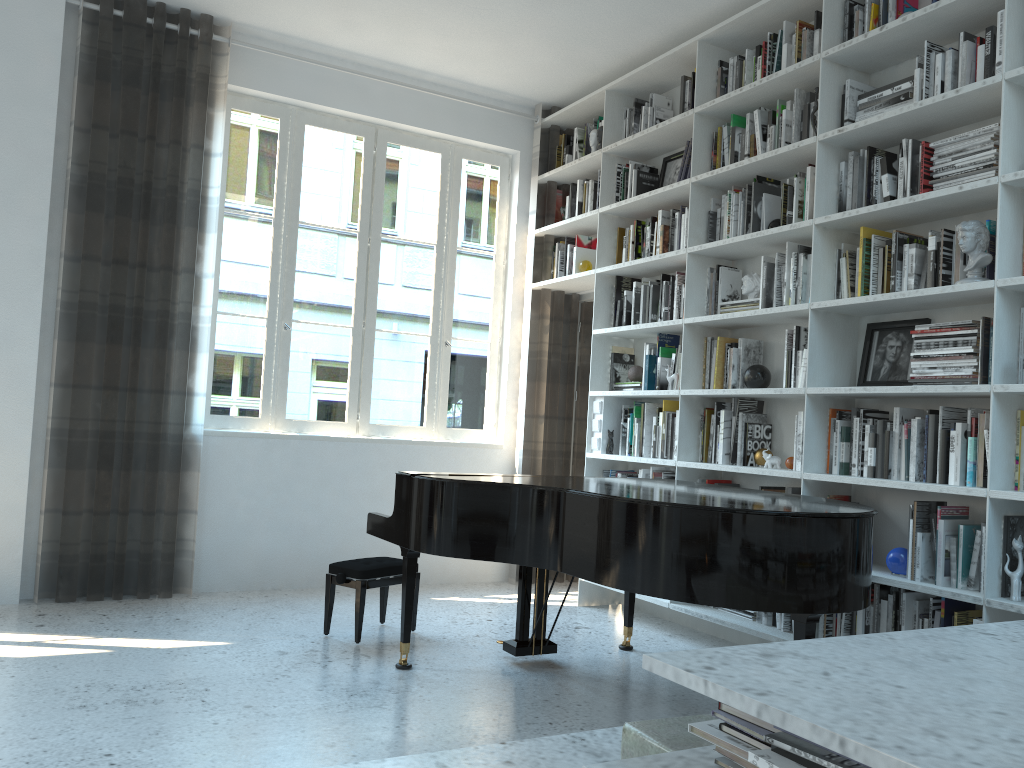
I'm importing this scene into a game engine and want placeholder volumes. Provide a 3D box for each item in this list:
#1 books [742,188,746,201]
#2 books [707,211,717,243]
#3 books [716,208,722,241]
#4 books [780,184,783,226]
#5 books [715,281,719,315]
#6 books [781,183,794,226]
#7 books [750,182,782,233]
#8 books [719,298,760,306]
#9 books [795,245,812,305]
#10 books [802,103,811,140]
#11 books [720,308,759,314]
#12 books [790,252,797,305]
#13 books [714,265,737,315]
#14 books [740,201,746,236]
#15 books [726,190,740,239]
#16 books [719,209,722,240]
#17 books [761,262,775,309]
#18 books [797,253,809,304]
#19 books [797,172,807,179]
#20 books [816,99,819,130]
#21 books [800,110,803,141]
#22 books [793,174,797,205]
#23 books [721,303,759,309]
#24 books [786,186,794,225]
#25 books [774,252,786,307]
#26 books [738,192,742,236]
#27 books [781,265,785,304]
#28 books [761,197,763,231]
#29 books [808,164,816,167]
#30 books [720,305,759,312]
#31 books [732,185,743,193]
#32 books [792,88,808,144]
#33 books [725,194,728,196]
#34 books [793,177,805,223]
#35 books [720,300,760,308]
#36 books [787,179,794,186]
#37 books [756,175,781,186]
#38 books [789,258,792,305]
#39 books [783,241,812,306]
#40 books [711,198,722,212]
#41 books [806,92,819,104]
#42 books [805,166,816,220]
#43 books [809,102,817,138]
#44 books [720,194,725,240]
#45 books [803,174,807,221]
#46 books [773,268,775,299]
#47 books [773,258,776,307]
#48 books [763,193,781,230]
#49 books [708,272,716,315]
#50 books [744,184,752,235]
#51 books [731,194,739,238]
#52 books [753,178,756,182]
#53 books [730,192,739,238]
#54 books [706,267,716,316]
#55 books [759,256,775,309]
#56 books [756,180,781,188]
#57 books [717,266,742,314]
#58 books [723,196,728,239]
[{"bbox_3d":[1.219,-0.832,4.458,0.169,0.279,0.011,5,-3,-29],"label":"books"},{"bbox_3d":[1.102,-0.793,4.665,0.186,0.207,0.015,5,-3,-29],"label":"books"},{"bbox_3d":[1.135,-0.800,4.658,0.136,0.224,0.029,5,-3,-29],"label":"books"},{"bbox_3d":[1.343,-0.819,4.222,0.173,0.240,0.005,5,-3,-29],"label":"books"},{"bbox_3d":[1.118,-0.426,4.621,0.136,0.209,0.034,5,-3,-29],"label":"books"},{"bbox_3d":[1.344,-0.818,4.201,0.178,0.236,0.005,5,-3,-29],"label":"books"},{"bbox_3d":[1.255,-0.839,4.377,0.189,0.287,0.011,5,-3,-29],"label":"books"},{"bbox_3d":[1.198,-0.404,4.450,0.159,0.012,0.285,5,-3,-33],"label":"books"},{"bbox_3d":[1.382,-0.482,4.108,0.178,0.300,0.011,5,-3,-29],"label":"books"},{"bbox_3d":[1.428,-1.174,4.126,0.182,0.217,0.030,5,-3,-29],"label":"books"},{"bbox_3d":[1.195,-0.356,4.449,0.161,0.012,0.254,5,-3,-33],"label":"books"},{"bbox_3d":[1.368,-0.465,4.114,0.193,0.265,0.012,5,-3,-29],"label":"books"},{"bbox_3d":[1.119,-0.469,4.648,0.135,0.297,0.011,5,-3,-29],"label":"books"},{"bbox_3d":[1.216,-0.798,4.444,0.181,0.209,0.011,5,-3,-29],"label":"books"},{"bbox_3d":[1.169,-0.834,4.533,0.184,0.283,0.010,5,-3,-29],"label":"books"},{"bbox_3d":[1.147,-0.798,4.634,0.140,0.219,0.024,5,-3,-29],"label":"books"},{"bbox_3d":[1.280,-0.453,4.282,0.174,0.247,0.030,5,-3,-29],"label":"books"},{"bbox_3d":[1.390,-0.462,4.093,0.170,0.259,0.023,5,-3,-29],"label":"books"},{"bbox_3d":[1.401,-0.842,4.165,0.155,0.287,0.033,5,-3,-29],"label":"books"},{"bbox_3d":[1.468,-1.183,4.093,0.153,0.237,0.025,5,-3,-29],"label":"books"},{"bbox_3d":[1.420,-1.170,4.177,0.150,0.213,0.024,5,-3,-29],"label":"books"},{"bbox_3d":[1.383,-0.837,4.176,0.157,0.275,0.005,5,-3,-29],"label":"books"},{"bbox_3d":[1.199,-0.380,4.451,0.161,0.012,0.254,5,-3,-32],"label":"books"},{"bbox_3d":[1.359,-0.809,4.170,0.181,0.216,0.006,5,-3,-29],"label":"books"},{"bbox_3d":[1.315,-0.473,4.225,0.167,0.286,0.012,5,-3,-29],"label":"books"},{"bbox_3d":[1.208,-0.824,4.464,0.180,0.261,0.009,5,-3,-29],"label":"books"},{"bbox_3d":[1.342,-0.442,4.205,0.149,0.224,0.048,5,-3,-29],"label":"books"},{"bbox_3d":[1.286,-0.802,4.371,0.151,0.218,0.012,5,-3,-29],"label":"books"},{"bbox_3d":[1.423,-0.852,4.097,0.165,0.303,0.006,5,-3,-29],"label":"books"},{"bbox_3d":[1.194,-0.368,4.448,0.161,0.012,0.254,5,-3,-34],"label":"books"},{"bbox_3d":[1.184,-0.849,4.552,0.154,0.317,0.011,5,-3,-29],"label":"books"},{"bbox_3d":[1.396,-1.221,4.184,0.183,0.313,0.011,5,-3,-29],"label":"books"},{"bbox_3d":[1.154,-0.829,4.575,0.157,0.276,0.012,5,-3,-29],"label":"books"},{"bbox_3d":[1.381,-0.823,4.128,0.189,0.243,0.013,5,-3,-29],"label":"books"},{"bbox_3d":[1.201,-0.392,4.452,0.159,0.012,0.285,5,-3,-27],"label":"books"},{"bbox_3d":[1.362,-0.834,4.247,0.129,0.275,0.012,5,-3,-29],"label":"books"},{"bbox_3d":[1.267,-0.859,4.403,0.161,0.331,0.005,5,-3,-29],"label":"books"},{"bbox_3d":[1.367,-0.455,4.136,0.170,0.247,0.028,5,-3,-29],"label":"books"},{"bbox_3d":[1.352,-0.495,4.178,0.173,0.329,0.010,5,-3,-29],"label":"books"},{"bbox_3d":[1.113,-0.830,4.686,0.159,0.285,0.012,5,-3,-29],"label":"books"},{"bbox_3d":[1.435,-1.209,4.160,0.146,0.290,0.022,5,-3,-29],"label":"books"},{"bbox_3d":[1.427,-0.842,4.081,0.190,0.284,0.022,5,-3,-29],"label":"books"},{"bbox_3d":[1.443,-1.177,4.105,0.161,0.222,0.022,5,-3,-29],"label":"books"},{"bbox_3d":[1.148,-0.830,4.594,0.151,0.279,0.026,5,-3,-29],"label":"books"},{"bbox_3d":[1.417,-0.827,4.100,0.180,0.253,0.006,5,-3,-29],"label":"books"},{"bbox_3d":[1.318,-0.441,4.272,0.137,0.227,0.024,5,-3,-29],"label":"books"},{"bbox_3d":[1.317,-0.462,4.246,0.151,0.267,0.022,5,-3,-29],"label":"books"},{"bbox_3d":[1.290,-0.810,4.345,0.148,0.232,0.031,5,-3,-29],"label":"books"},{"bbox_3d":[1.094,-0.450,4.653,0.134,0.257,0.024,5,-3,-29],"label":"books"},{"bbox_3d":[1.233,-0.839,4.429,0.176,0.291,0.011,5,-3,-29],"label":"books"},{"bbox_3d":[1.186,-0.819,4.487,0.184,0.251,0.012,5,-3,-29],"label":"books"},{"bbox_3d":[1.255,-0.853,4.419,0.153,0.320,0.004,5,-3,-29],"label":"books"},{"bbox_3d":[1.180,-0.825,4.496,0.189,0.263,0.009,5,-3,-29],"label":"books"},{"bbox_3d":[1.092,-0.463,4.672,0.159,0.285,0.012,5,-3,-29],"label":"books"},{"bbox_3d":[1.271,-0.471,4.313,0.159,0.285,0.012,5,-3,-29],"label":"books"},{"bbox_3d":[1.267,-0.846,4.398,0.162,0.305,0.005,5,-3,-29],"label":"books"},{"bbox_3d":[1.129,-0.461,4.595,0.136,0.277,0.021,5,-3,-29],"label":"books"},{"bbox_3d":[1.163,-0.822,4.560,0.177,0.262,0.024,5,-3,-29],"label":"books"}]
